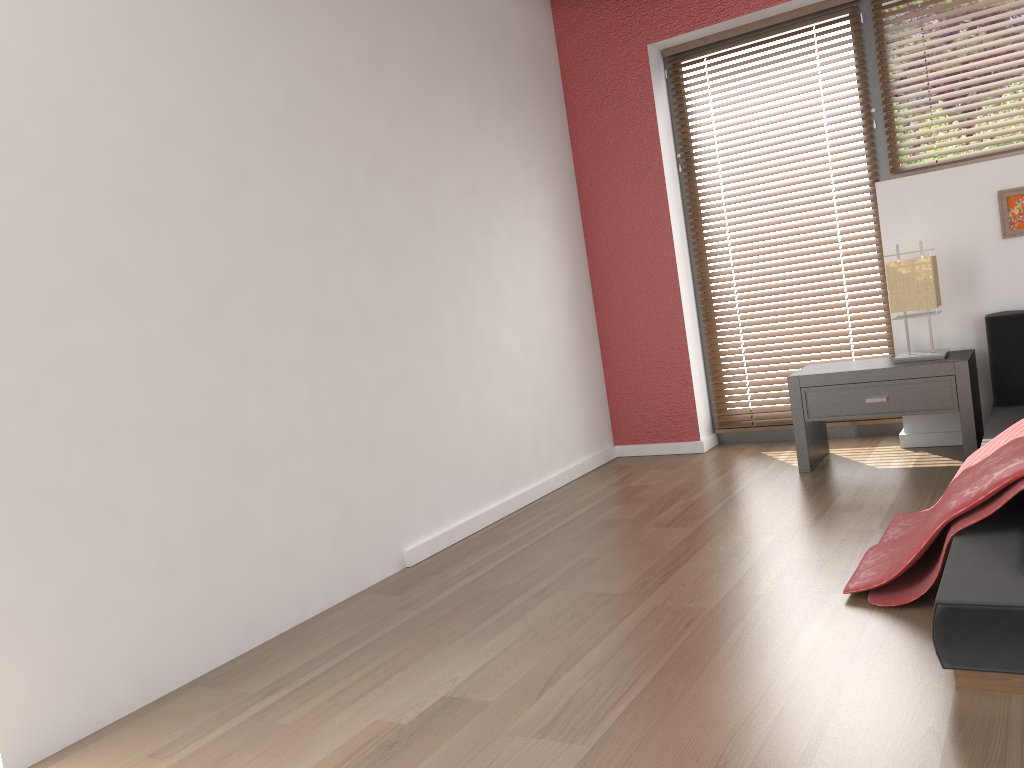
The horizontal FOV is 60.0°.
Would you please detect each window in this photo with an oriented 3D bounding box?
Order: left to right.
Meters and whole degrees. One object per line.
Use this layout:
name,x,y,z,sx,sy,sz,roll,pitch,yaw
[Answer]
window,1.383,-0.809,4.507,0.889,1.893,0.020,-6,5,32
window,2.956,-1.511,3.439,2.817,0.786,0.020,-6,5,32

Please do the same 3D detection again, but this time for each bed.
bed,2.231,0.075,2.264,2.469,0.577,2.413,-6,5,32

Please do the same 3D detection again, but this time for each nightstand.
nightstand,1.612,0.119,3.823,0.700,0.423,0.413,-6,5,32

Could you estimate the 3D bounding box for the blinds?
blinds,3.005,-0.931,3.431,4.840,1.952,0.032,-6,5,32

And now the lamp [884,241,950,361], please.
lamp,1.699,-0.356,3.736,0.200,0.480,0.200,-6,5,32

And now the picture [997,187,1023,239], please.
picture,2.127,-0.715,3.659,0.200,0.200,0.010,-6,5,32
